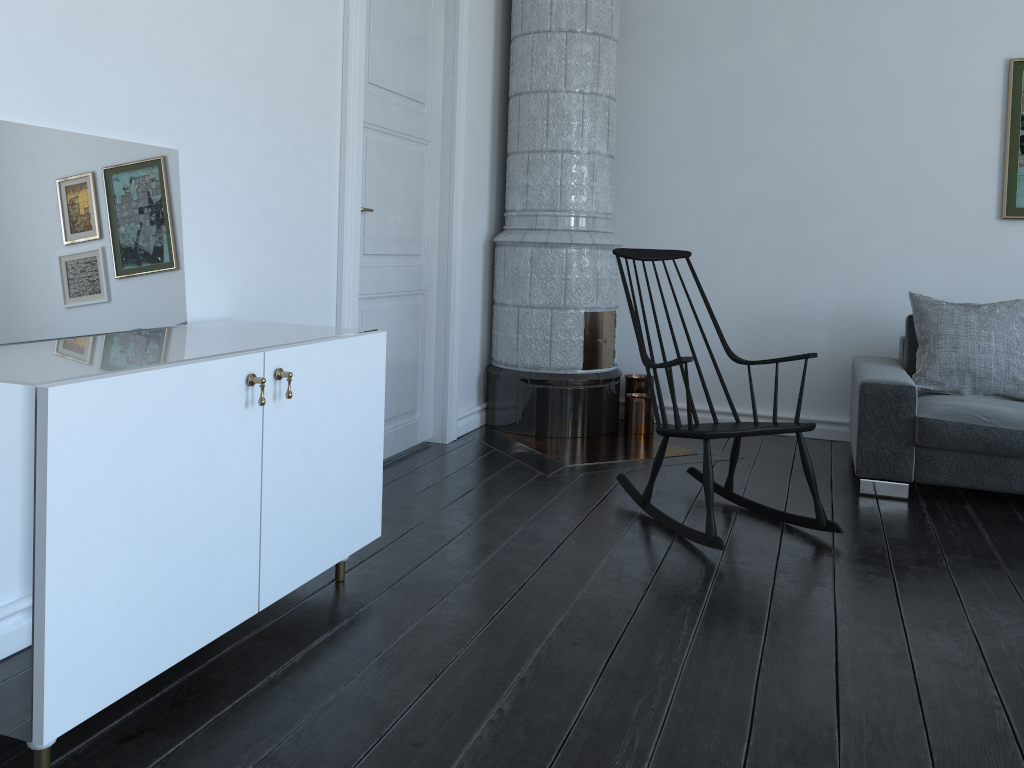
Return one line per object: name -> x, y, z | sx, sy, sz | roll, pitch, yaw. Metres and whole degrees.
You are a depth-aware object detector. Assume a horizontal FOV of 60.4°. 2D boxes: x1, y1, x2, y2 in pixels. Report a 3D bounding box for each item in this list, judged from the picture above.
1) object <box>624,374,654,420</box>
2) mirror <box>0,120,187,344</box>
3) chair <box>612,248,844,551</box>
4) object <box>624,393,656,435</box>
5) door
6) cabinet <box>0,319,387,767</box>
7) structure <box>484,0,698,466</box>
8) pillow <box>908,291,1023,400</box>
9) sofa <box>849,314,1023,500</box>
object -> 0.725, 0.096, 5.031 | 0.173, 0.279, 0.177 | 3, 4, 19
mirror -> -1.067, -0.375, 2.204 | 0.054, 0.499, 0.701 | 3, 6, 19
chair -> 0.737, -0.004, 3.336 | 0.612, 0.999, 0.913 | 0, 5, -25
object -> 0.702, 0.164, 4.850 | 0.174, 0.198, 0.173 | 3, 5, 9
door -> -0.493, -0.873, 3.941 | 0.116, 2.462, 1.175 | 3, 3, 19
cabinet -> -0.820, 0.266, 2.130 | 0.591, 0.730, 1.210 | 3, 7, 19
structure -> 0.376, -1.174, 4.720 | 0.778, 2.875, 1.278 | 1, 3, -25
pillow -> 2.831, -0.109, 3.818 | 2.061, 0.489, 0.481 | 6, 6, 24
sofa -> 2.726, 0.136, 3.747 | 2.378, 0.719, 1.092 | 5, 7, 19
